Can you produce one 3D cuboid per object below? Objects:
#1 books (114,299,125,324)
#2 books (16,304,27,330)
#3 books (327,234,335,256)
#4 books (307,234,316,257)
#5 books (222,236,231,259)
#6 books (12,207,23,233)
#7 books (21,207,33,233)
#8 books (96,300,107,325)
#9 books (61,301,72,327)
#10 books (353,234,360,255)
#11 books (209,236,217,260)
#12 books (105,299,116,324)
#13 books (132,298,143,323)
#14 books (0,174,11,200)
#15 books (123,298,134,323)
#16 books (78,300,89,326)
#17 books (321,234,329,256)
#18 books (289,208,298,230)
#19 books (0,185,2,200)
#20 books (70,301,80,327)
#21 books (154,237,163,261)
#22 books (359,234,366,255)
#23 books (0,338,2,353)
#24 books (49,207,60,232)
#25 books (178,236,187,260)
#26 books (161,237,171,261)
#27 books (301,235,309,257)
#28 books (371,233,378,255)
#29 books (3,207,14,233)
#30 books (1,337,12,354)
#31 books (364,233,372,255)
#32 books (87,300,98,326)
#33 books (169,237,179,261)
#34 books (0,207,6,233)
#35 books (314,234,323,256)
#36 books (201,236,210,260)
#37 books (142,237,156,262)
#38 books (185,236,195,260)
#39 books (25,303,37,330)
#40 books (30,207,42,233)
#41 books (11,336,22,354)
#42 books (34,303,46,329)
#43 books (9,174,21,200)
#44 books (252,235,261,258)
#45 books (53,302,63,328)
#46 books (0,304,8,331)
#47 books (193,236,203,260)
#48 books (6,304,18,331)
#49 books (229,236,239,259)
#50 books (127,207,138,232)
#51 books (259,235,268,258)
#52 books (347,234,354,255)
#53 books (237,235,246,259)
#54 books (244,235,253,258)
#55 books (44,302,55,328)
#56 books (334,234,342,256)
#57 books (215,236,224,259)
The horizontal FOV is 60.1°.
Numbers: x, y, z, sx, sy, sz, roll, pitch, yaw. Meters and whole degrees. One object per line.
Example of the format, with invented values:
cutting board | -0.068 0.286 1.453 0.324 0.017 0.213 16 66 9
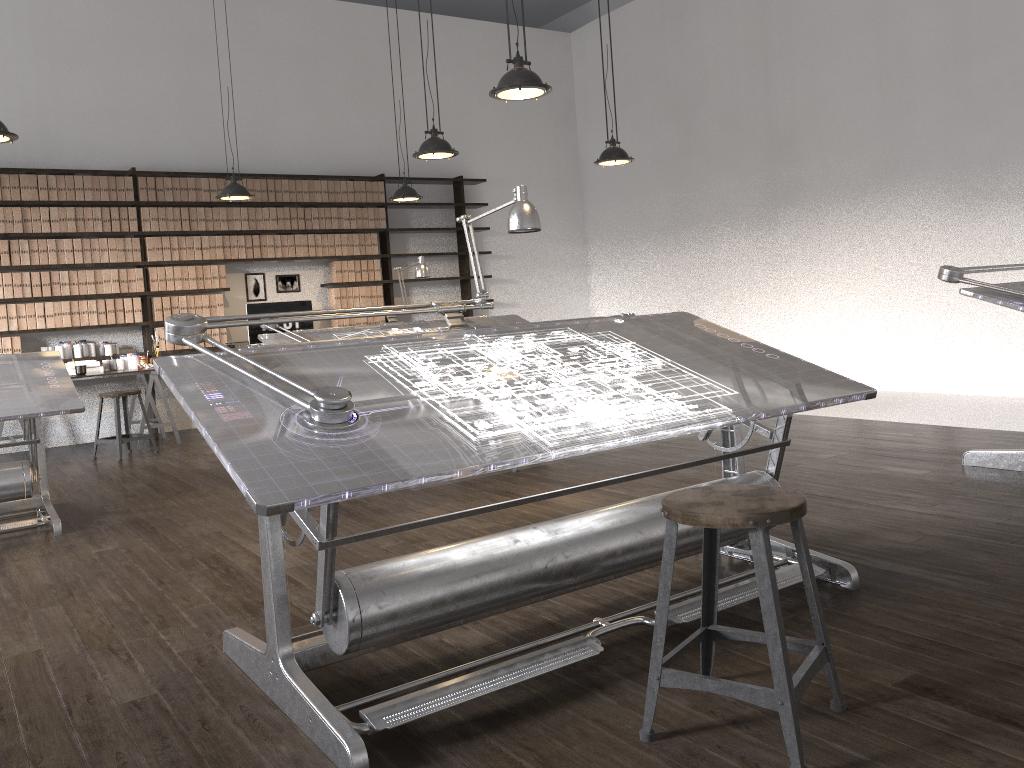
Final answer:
books | -3.561 -0.655 8.004 0.067 0.225 0.174 -6 4 -33
books | -4.202 -0.572 7.578 0.067 0.225 0.174 -6 4 -33
books | -1.891 -1.422 9.122 0.067 0.225 0.174 -6 4 -33
books | -2.064 -1.399 9.000 0.067 0.225 0.174 -6 4 -33
books | -2.772 -1.307 8.536 0.067 0.225 0.174 -6 4 -33
books | -4.227 -1.387 7.561 0.067 0.225 0.174 -6 4 -33
books | -4.173 -1.395 7.606 0.067 0.225 0.174 -6 4 -33
books | -3.685 -0.639 7.922 0.067 0.225 0.174 -6 4 -33
books | -3.914 -0.608 7.761 0.067 0.225 0.174 -6 4 -33
books | -1.662 -1.452 9.269 0.067 0.225 0.174 -6 4 -33
books | -2.883 -1.293 8.460 0.067 0.225 0.174 -6 4 -33
books | -3.620 -0.647 7.959 0.067 0.225 0.174 -6 4 -33
books | -3.432 -0.672 8.086 0.067 0.225 0.174 -6 4 -33
books | -4.306 -1.656 7.520 0.067 0.225 0.174 -6 4 -33
books | -3.496 -0.663 8.042 0.067 0.225 0.174 -6 4 -33
books | -3.802 -0.624 7.843 0.067 0.225 0.174 -6 4 -33
books | -1.950 -1.415 9.085 0.067 0.225 0.174 -6 4 -33
books | -2.220 -1.650 8.907 0.067 0.225 0.174 -6 4 -33
books | -4.361 -1.648 7.478 0.067 0.225 0.174 -6 4 -33
books | -3.861 -0.616 7.804 0.067 0.225 0.174 -6 4 -33
books | -3.286 -1.240 8.185 0.067 0.225 0.174 -6 4 -33
books | -1.609 -1.459 9.311 0.067 0.225 0.174 -6 4 -33
books | -4.348 -0.277 7.477 0.067 0.225 0.174 -6 4 -33
books | -3.994 -1.417 7.720 0.067 0.225 0.174 -6 4 -33
books | -3.112 -1.263 8.310 0.067 0.225 0.174 -6 4 -33
books | -3.226 -1.247 8.225 0.067 0.225 0.174 -6 4 -33
books | -2.123 -1.391 8.960 0.067 0.225 0.174 -6 4 -33
books | -1.489 -1.475 9.386 0.067 0.225 0.174 -6 4 -33
books | -4.284 -1.380 7.528 0.067 0.225 0.174 -6 4 -33
books | -4.287 -0.285 7.512 0.067 0.225 0.174 -6 4 -33
books | -1.550 -1.467 9.350 0.067 0.225 0.174 -6 4 -33
books | -3.741 -0.631 7.879 0.067 0.225 0.174 -6 4 -33
books | -3.168 -1.255 8.268 0.067 0.225 0.174 -6 4 -33
books | -4.336 -1.373 7.492 0.067 0.225 0.174 -6 4 -33
books | -2.005 -1.407 9.043 0.067 0.225 0.174 -6 4 -33
books | -2.934 -1.286 8.424 0.067 0.225 0.174 -6 4 -33
books | -3.341 -1.233 8.154 0.067 0.225 0.174 -6 4 -33
books | -3.053 -1.271 8.347 0.067 0.225 0.174 -6 4 -33
books | -4.143 -0.579 7.615 0.067 0.225 0.174 -6 4 -33
books | -4.114 -1.402 7.643 0.067 0.225 0.174 -6 4 -33
books | -4.230 -0.293 7.555 0.067 0.225 0.174 -6 4 -33
books | -4.082 -0.587 7.651 0.067 0.225 0.174 -6 4 -33
books | -4.247 -1.663 7.557 0.067 0.225 0.174 -6 4 -33
books | -2.531 -1.339 8.691 0.067 0.225 0.174 -6 4 -33
books | -3.972 -0.601 7.728 0.067 0.225 0.174 -6 4 -33
books | -4.315 -0.556 7.493 0.067 0.225 0.174 -6 4 -33
books | -2.993 -1.278 8.383 0.067 0.225 0.174 -6 4 -33
books | -4.257 -0.564 7.536 0.067 0.225 0.174 -6 4 -33
books | -2.713 -1.315 8.575 0.067 0.225 0.174 -6 4 -33
books | -3.468 -1.486 8.072 0.067 0.225 0.174 -6 4 -33
books | -2.472 -1.347 8.736 0.067 0.225 0.174 -6 4 -33
books | -1.720 -1.445 9.236 0.067 0.225 0.174 -6 4 -33
books | -2.652 -1.323 8.611 0.067 0.225 0.174 -6 4 -33
books | -2.596 -1.331 8.654 0.067 0.225 0.174 -6 4 -33
books | -4.023 -0.594 7.692 0.067 0.225 0.174 -6 4 -33
books | -1.830 -1.430 9.158 0.067 0.225 0.174 -6 4 -33
books | -2.825 -1.300 8.493 0.067 0.225 0.174 -6 4 -33
